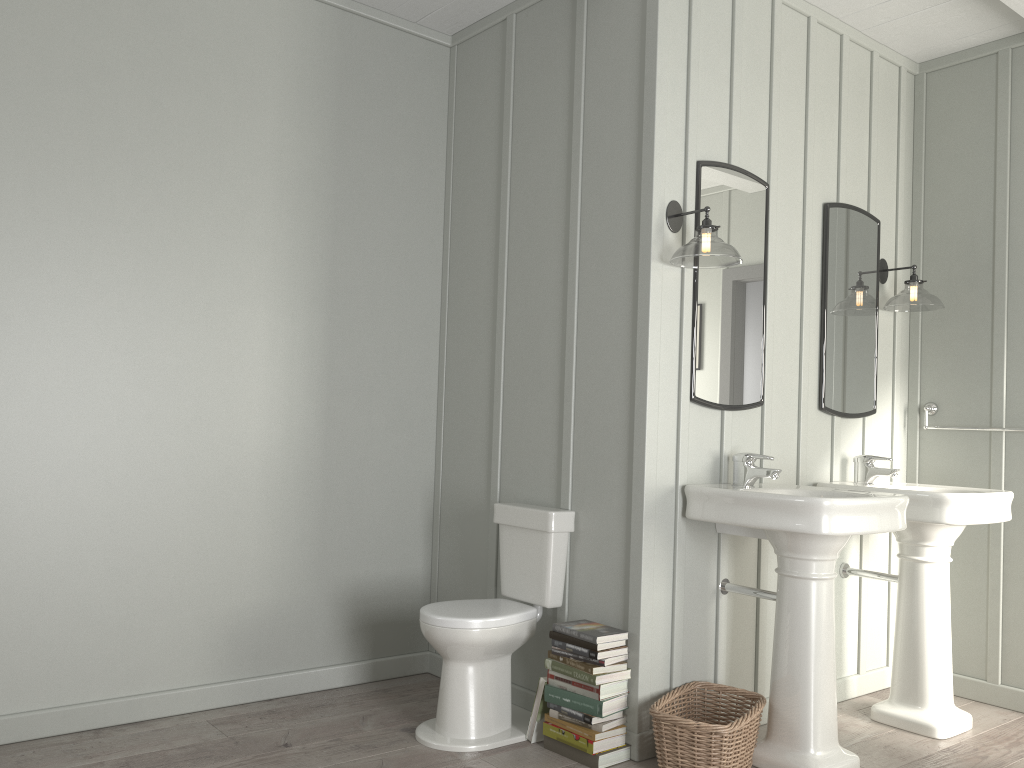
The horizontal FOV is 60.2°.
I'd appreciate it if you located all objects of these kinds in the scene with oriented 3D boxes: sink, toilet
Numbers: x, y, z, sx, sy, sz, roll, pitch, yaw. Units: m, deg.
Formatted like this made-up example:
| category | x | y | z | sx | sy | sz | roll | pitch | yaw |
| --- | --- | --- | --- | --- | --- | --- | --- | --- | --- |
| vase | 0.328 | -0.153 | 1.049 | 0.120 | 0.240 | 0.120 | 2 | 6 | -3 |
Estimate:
| category | x | y | z | sx | sy | sz | roll | pitch | yaw |
| --- | --- | --- | --- | --- | --- | --- | --- | --- | --- |
| sink | 0.935 | 0.744 | 2.930 | 0.550 | 1.013 | 0.587 | 4 | -3 | -39 |
| toilet | -0.081 | 0.831 | 3.116 | 0.507 | 0.786 | 0.343 | 4 | -2 | -38 |
| sink | 1.551 | 0.790 | 3.415 | 0.550 | 1.013 | 0.587 | 4 | -3 | -39 |

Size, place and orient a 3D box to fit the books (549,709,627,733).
| category | x | y | z | sx | sy | sz | roll | pitch | yaw |
| --- | --- | --- | --- | --- | --- | --- | --- | --- | --- |
| books | 0.252 | 1.099 | 2.927 | 0.214 | 0.025 | 0.144 | 0 | -4 | 41 |

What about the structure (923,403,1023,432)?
| category | x | y | z | sx | sy | sz | roll | pitch | yaw |
| --- | --- | --- | --- | --- | --- | --- | --- | --- | --- |
| structure | 2.008 | 0.138 | 3.666 | 0.053 | 0.123 | 0.623 | 4 | -3 | -39 |

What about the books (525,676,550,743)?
| category | x | y | z | sx | sy | sz | roll | pitch | yaw |
| --- | --- | --- | --- | --- | --- | --- | --- | --- | --- |
| books | 0.143 | 1.114 | 3.047 | 0.164 | 0.235 | 0.095 | 4 | -2 | -38 |

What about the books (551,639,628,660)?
| category | x | y | z | sx | sy | sz | roll | pitch | yaw |
| --- | --- | --- | --- | --- | --- | --- | --- | --- | --- |
| books | 0.257 | 0.867 | 2.921 | 0.145 | 0.024 | 0.214 | 4 | -4 | -39 |

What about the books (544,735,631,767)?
| category | x | y | z | sx | sy | sz | roll | pitch | yaw |
| --- | --- | --- | --- | --- | --- | --- | --- | --- | --- |
| books | 0.248 | 1.201 | 2.926 | 0.158 | 0.049 | 0.248 | 4 | -4 | -42 |

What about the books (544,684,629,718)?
| category | x | y | z | sx | sy | sz | roll | pitch | yaw |
| --- | --- | --- | --- | --- | --- | --- | --- | --- | --- |
| books | 0.247 | 1.037 | 2.929 | 0.237 | 0.053 | 0.153 | 0 | -4 | 41 |

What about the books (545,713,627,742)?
| category | x | y | z | sx | sy | sz | roll | pitch | yaw |
| --- | --- | --- | --- | --- | --- | --- | --- | --- | --- |
| books | 0.242 | 1.123 | 2.925 | 0.143 | 0.024 | 0.240 | 4 | -4 | -39 |

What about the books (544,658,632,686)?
| category | x | y | z | sx | sy | sz | roll | pitch | yaw |
| --- | --- | --- | --- | --- | --- | --- | --- | --- | --- |
| books | 0.250 | 0.943 | 2.929 | 0.164 | 0.032 | 0.243 | 4 | -3 | -39 |

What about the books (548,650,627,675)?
| category | x | y | z | sx | sy | sz | roll | pitch | yaw |
| --- | --- | --- | --- | --- | --- | --- | --- | --- | --- |
| books | 0.249 | 0.916 | 2.931 | 0.144 | 0.024 | 0.240 | 4 | -3 | -33 |

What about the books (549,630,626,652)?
| category | x | y | z | sx | sy | sz | roll | pitch | yaw |
| --- | --- | --- | --- | --- | --- | --- | --- | --- | --- |
| books | 0.251 | 0.842 | 2.930 | 0.144 | 0.024 | 0.214 | 5 | -4 | -42 |

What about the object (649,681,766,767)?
| category | x | y | z | sx | sy | sz | roll | pitch | yaw |
| --- | --- | --- | --- | --- | --- | --- | --- | --- | --- |
| object | 0.629 | 1.126 | 2.832 | 0.301 | 0.220 | 0.450 | 1 | -3 | 32 |

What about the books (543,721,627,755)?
| category | x | y | z | sx | sy | sz | roll | pitch | yaw |
| --- | --- | --- | --- | --- | --- | --- | --- | --- | --- |
| books | 0.238 | 1.155 | 2.922 | 0.156 | 0.041 | 0.230 | 4 | -4 | -41 |

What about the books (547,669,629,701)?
| category | x | y | z | sx | sy | sz | roll | pitch | yaw |
| --- | --- | --- | --- | --- | --- | --- | --- | --- | --- |
| books | 0.252 | 0.984 | 2.933 | 0.150 | 0.051 | 0.231 | 5 | -4 | -44 |

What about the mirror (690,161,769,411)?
| category | x | y | z | sx | sy | sz | roll | pitch | yaw |
| --- | --- | --- | --- | --- | --- | --- | --- | --- | --- |
| mirror | 0.787 | -0.346 | 3.170 | 0.410 | 0.883 | 0.015 | 4 | -2 | -38 |

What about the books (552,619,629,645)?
| category | x | y | z | sx | sy | sz | roll | pitch | yaw |
| --- | --- | --- | --- | --- | --- | --- | --- | --- | --- |
| books | 0.259 | 0.818 | 2.922 | 0.145 | 0.024 | 0.214 | 4 | -3 | -38 |

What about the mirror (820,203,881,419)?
| category | x | y | z | sx | sy | sz | roll | pitch | yaw |
| --- | --- | --- | --- | --- | --- | --- | --- | --- | --- |
| mirror | 1.406 | -0.299 | 3.658 | 0.410 | 0.883 | 0.015 | 4 | -2 | -38 |

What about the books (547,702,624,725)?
| category | x | y | z | sx | sy | sz | roll | pitch | yaw |
| --- | --- | --- | --- | --- | --- | --- | --- | --- | --- |
| books | 0.241 | 1.074 | 2.925 | 0.145 | 0.024 | 0.214 | 4 | -3 | -39 |

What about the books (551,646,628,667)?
| category | x | y | z | sx | sy | sz | roll | pitch | yaw |
| --- | --- | --- | --- | --- | --- | --- | --- | --- | --- |
| books | 0.259 | 0.892 | 2.933 | 0.214 | 0.025 | 0.144 | 0 | -4 | 41 |
